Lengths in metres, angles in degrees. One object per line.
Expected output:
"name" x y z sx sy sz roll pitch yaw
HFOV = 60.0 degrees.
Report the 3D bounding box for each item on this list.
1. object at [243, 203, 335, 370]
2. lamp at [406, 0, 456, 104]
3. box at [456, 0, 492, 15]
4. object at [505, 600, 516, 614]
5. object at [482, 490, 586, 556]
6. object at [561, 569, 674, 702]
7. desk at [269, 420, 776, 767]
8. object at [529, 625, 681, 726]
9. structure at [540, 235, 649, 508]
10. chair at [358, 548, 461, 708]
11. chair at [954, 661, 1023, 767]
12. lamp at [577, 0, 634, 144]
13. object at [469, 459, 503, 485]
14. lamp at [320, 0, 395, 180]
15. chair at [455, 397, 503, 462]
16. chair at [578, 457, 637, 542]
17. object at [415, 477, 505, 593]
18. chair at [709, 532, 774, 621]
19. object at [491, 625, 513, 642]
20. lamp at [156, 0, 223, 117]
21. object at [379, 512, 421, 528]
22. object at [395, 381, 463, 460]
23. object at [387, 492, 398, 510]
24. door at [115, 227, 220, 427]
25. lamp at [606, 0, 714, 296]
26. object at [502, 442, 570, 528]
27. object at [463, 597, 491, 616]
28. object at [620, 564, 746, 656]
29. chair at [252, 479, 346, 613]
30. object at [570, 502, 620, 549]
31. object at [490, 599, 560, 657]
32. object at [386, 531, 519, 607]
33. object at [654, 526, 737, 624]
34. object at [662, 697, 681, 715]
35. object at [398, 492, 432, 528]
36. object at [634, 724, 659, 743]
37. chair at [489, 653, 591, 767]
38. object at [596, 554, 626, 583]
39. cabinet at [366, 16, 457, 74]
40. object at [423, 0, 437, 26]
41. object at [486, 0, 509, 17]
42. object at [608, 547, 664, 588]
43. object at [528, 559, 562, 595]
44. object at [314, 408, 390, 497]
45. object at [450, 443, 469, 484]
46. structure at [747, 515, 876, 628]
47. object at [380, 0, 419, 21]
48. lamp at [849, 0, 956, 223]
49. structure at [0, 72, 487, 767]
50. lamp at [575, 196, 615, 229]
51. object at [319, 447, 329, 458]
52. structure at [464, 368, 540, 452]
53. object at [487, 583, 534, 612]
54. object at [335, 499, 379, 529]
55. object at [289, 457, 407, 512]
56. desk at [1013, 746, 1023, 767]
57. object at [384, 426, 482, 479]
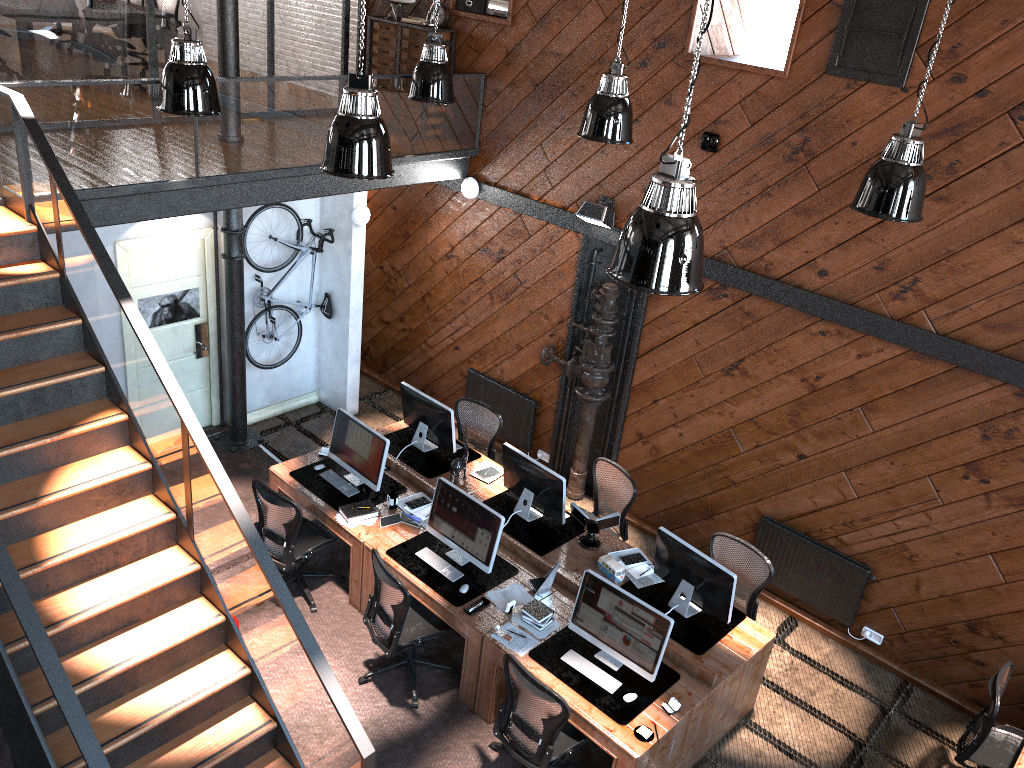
"object" -2.345 -1.038 9.444 0.655 1.846 1.022 14 27 13
"lamp" -0.604 -3.651 7.557 0.445 2.372 0.445 8 26 1
"box" -0.330 -3.946 8.747 0.374 0.519 0.299 27 32 34
"object" -0.012 1.630 6.477 0.034 0.102 0.076 27 32 35
"object" 0.153 1.151 7.605 0.848 0.008 0.687 28 32 36
"object" 0.745 1.666 6.076 0.714 0.573 0.610 26 32 34
"desk" -0.127 1.595 7.386 4.117 0.840 1.748 28 33 36
"object" 0.637 1.939 6.116 0.848 0.008 0.687 28 32 36
"structure" 0.766 -0.095 8.923 0.500 2.745 1.003 -17 35 -40
"chair" -0.775 1.721 6.682 0.770 1.085 0.792 26 32 33
"chair" 3.449 2.525 6.121 0.792 1.085 0.770 15 27 16
"lamp" 0.861 -2.980 6.413 0.445 2.372 0.445 1 26 -12
"object" -0.209 0.800 8.172 0.229 0.060 0.316 22 30 28
"lamp" -0.799 -2.346 4.834 0.445 2.372 0.445 8 26 1
"chair" -0.471 0.753 8.741 0.770 1.085 0.792 15 27 16
"chair" 0.720 1.276 7.978 0.770 1.085 0.792 26 32 33
"object" -0.406 1.161 6.818 0.654 0.576 0.735 6 26 -3
"chair" 1.652 1.817 7.108 0.770 1.085 0.792 20 29 25
"object" -0.068 1.749 6.257 0.159 0.064 0.054 20 28 24
"lamp" -2.193 -3.036 5.890 0.445 2.372 0.445 25 31 32
"object" -0.922 1.115 7.313 0.347 0.083 0.129 2 26 -11
"object" -0.767 0.351 8.384 0.648 0.576 0.799 5 26 -5
"object" -1.014 0.983 7.514 0.078 0.138 0.099 -9 30 -30
"door" -3.471 -0.436 9.049 0.064 2.268 1.013 27 32 34
"lamp" 0.798 -1.548 3.612 0.445 2.372 0.445 -6 29 -26
"object" 0.211 0.875 7.565 0.642 0.578 0.772 5 26 -4
"object" -0.256 1.627 6.499 0.089 0.031 0.215 27 32 34
"object" 1.264 1.695 6.777 0.848 0.008 0.687 28 32 36
"chair" -1.825 1.236 7.404 0.770 1.085 0.792 15 27 16
"object" 0.666 1.149 7.302 0.417 0.380 0.304 12 26 11
"object" 0.103 1.714 6.334 0.319 0.098 0.478 25 31 33
"object" -0.468 1.392 6.951 0.848 0.008 0.687 28 32 36
"object" 1.372 1.470 6.644 0.663 0.578 0.811 9 26 4
"object" 1.041 2.108 5.808 0.106 0.063 0.082 -9 30 -30
"object" -0.754 1.060 7.527 0.304 0.017 0.467 -15 34 -38
"object" 0.847 2.202 5.606 0.154 0.026 0.158 5 26 -4
"chair" 0.224 2.223 5.909 0.770 1.085 0.792 20 29 25
"object" 0.794 1.463 7.035 0.128 0.146 0.253 -11 31 -33
"cabinet" -1.086 -3.209 9.286 0.957 1.081 0.365 27 32 34
"object" -0.789 -3.795 8.737 0.145 0.487 0.144 -16 34 -39
"object" 0.020 -3.773 8.647 0.365 0.353 0.384 27 32 34
"object" 1.013 1.469 7.144 0.304 0.017 0.467 -6 29 -25
"object" 0.235 1.430 6.694 0.165 0.320 0.178 -14 33 -37
"object" -1.394 0.602 7.714 0.692 0.581 0.586 6 26 -3
"object" -0.460 0.698 7.984 0.135 0.351 0.229 25 31 33
"structure" 2.592 1.652 7.767 1.064 0.628 0.073 27 32 34
"object" -1.172 -4.203 8.938 0.789 0.989 0.140 27 32 34
"lamp" 2.520 -2.154 5.149 0.445 2.372 0.445 -12 32 -34
"structure" -3.096 0.622 5.768 5.793 4.603 10.620 27 32 34
"lamp" 0.790 -1.581 8.188 0.328 0.260 0.262 26 32 34
"object" -1.721 0.625 8.136 0.082 0.063 0.106 11 26 8
"structure" -0.130 0.292 9.852 1.064 0.628 0.073 27 32 34
"object" -0.013 1.597 6.653 0.315 0.002 0.246 -10 31 -32
"object" -1.282 1.068 7.337 0.363 0.065 0.325 -5 28 -23
"object" -1.439 0.859 7.794 0.848 0.008 0.687 28 32 36
"desk" 3.255 3.310 4.742 1.748 0.840 4.117 27 32 34
"object" -0.812 0.615 8.455 0.848 0.008 0.687 28 32 36
